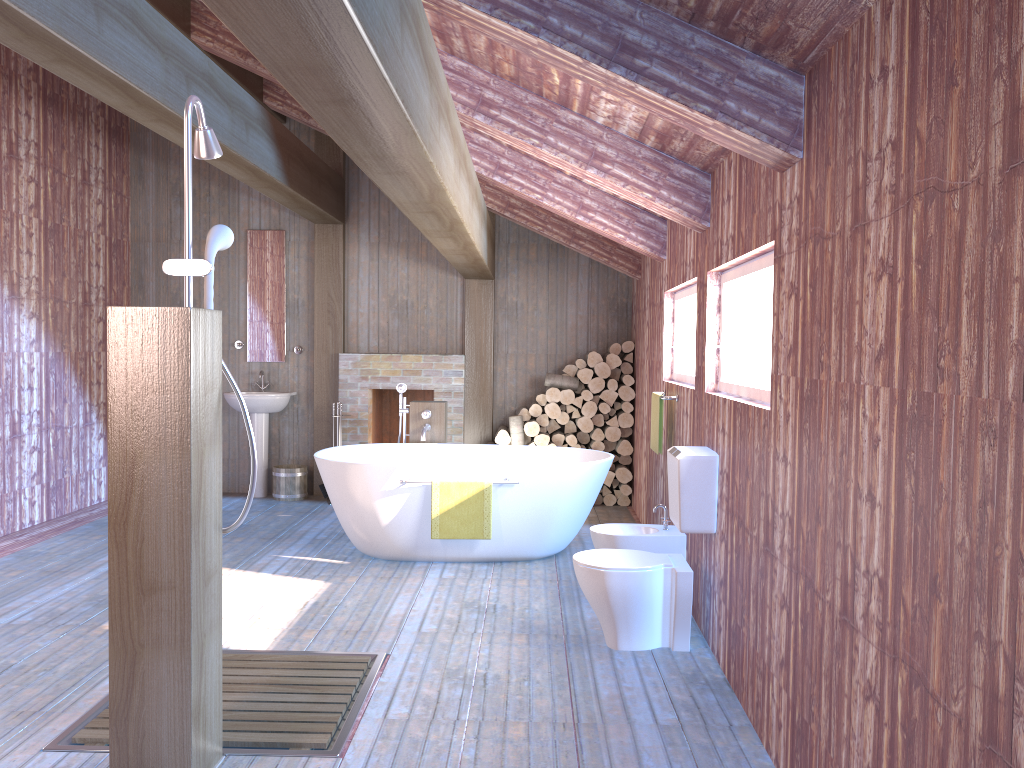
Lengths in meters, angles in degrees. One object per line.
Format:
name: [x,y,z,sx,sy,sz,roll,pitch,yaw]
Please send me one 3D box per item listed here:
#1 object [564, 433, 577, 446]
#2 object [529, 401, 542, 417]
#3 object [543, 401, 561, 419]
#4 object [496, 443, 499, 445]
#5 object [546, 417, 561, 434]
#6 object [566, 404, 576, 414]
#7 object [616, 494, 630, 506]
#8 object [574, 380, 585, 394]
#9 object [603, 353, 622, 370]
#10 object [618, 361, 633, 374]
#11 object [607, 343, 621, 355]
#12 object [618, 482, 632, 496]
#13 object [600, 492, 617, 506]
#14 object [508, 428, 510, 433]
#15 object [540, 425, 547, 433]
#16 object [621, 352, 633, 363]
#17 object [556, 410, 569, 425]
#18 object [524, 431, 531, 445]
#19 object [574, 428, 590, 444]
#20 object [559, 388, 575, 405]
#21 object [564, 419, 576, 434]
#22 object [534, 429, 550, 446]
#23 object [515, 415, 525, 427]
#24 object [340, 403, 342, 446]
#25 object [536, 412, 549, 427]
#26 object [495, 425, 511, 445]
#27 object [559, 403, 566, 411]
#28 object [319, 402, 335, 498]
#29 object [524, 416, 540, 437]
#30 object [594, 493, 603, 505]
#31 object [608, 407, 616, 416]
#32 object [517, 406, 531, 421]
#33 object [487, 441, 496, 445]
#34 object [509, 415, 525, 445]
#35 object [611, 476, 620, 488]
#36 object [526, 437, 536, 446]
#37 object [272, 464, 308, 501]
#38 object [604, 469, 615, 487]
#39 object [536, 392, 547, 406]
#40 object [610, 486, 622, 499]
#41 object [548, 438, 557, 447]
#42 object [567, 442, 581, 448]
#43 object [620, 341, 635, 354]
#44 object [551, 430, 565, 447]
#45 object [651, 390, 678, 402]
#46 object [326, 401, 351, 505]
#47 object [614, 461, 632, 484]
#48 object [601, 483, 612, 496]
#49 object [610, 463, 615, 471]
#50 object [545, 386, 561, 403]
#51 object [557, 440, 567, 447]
object: [0.509,0.475,7.824,0.098,0.100,0.437,1,2,0]
object: [0.210,0.219,7.815,0.115,0.123,0.291,1,2,2]
object: [0.348,0.220,7.816,0.141,0.143,0.437,1,2,0]
object: [-0.087,0.582,7.841,0.137,0.133,0.437,1,2,0]
object: [0.369,0.358,7.920,0.128,0.150,0.323,1,2,1]
object: [0.518,0.210,7.813,0.088,0.092,0.280,1,2,2]
object: [0.975,1.008,7.892,0.114,0.113,0.301,1,2,-1]
object: [0.582,0.019,7.903,0.121,0.124,0.291,1,2,2]
object: [0.881,-0.202,7.812,0.133,0.142,0.456,1,2,2]
object: [1.002,-0.141,7.828,0.107,0.115,0.269,1,2,2]
object: [0.902,-0.301,7.822,0.104,0.121,0.270,1,2,2]
object: [0.987,0.898,7.834,0.102,0.109,0.438,1,2,2]
object: [0.853,1.009,7.882,0.116,0.117,0.289,1,2,-1]
object: [0.016,0.424,7.941,0.099,0.093,0.280,1,2,2]
object: [0.272,0.390,7.837,0.064,0.068,0.174,1,2,1]
object: [1.013,-0.238,7.839,0.081,0.100,0.281,1,2,1]
object: [0.445,0.286,7.815,0.115,0.123,0.291,1,2,2]
object: [0.114,0.467,7.927,0.121,0.124,0.291,1,2,2]
object: [0.623,0.463,7.921,0.116,0.118,0.289,1,2,-1]
object: [0.477,0.099,7.814,0.138,0.147,0.440,1,2,2]
object: [0.518,0.375,7.920,0.104,0.127,0.321,1,2,2]
object: [0.264,0.483,7.847,0.139,0.148,0.458,1,2,2]
object: [0.059,0.343,7.939,0.108,0.113,0.302,1,2,2]
object: [-1.476,0.598,7.748,0.206,0.871,0.126,3,3,44]
object: [0.267,0.309,7.833,0.111,0.113,0.301,1,2,1]
object: [-0.079,0.451,7.847,0.139,0.137,0.455,1,2,0]
object: [0.442,0.201,7.800,0.057,0.061,0.156,1,2,1]
object: [-1.622,0.583,7.763,0.136,0.846,0.062,0,2,-17]
object: [0.177,0.373,7.829,0.138,0.147,0.440,1,2,2]
object: [0.739,1.001,7.942,0.116,0.118,0.289,1,2,-1]
object: [0.872,0.242,7.797,0.067,0.069,0.177,1,2,1]
object: [0.106,0.262,7.867,0.114,0.113,0.301,1,2,-1]
object: [-0.186,0.574,7.896,0.101,0.103,0.242,1,2,2]
object: [0.041,0.420,7.662,0.147,0.298,0.109,1,2,4]
object: [0.906,0.867,7.883,0.085,0.091,0.280,1,2,0]
object: [0.141,0.575,7.862,0.155,0.174,0.483,1,2,0]
object: [-1.979,0.880,7.911,0.309,0.290,0.308,1,2,11]
object: [0.810,0.811,7.862,0.169,0.152,0.481,1,2,1]
object: [0.265,0.129,7.825,0.106,0.112,0.282,1,2,2]
object: [0.928,0.961,7.887,0.085,0.086,0.278,1,2,-1]
object: [0.345,0.551,7.828,0.098,0.100,0.437,1,2,0]
object: [0.547,0.571,7.832,0.111,0.113,0.301,1,2,0]
object: [1.009,-0.323,7.820,0.112,0.113,0.271,1,2,1]
object: [0.406,0.477,7.831,0.114,0.120,0.303,1,2,2]
object: [0.930,0.072,5.446,0.091,0.043,0.581,1,2,2]
object: [-1.550,0.592,7.813,0.276,0.888,0.333,3,3,43]
object: [0.968,0.773,7.832,0.147,0.152,0.439,1,2,2]
object: [0.831,0.924,7.882,0.084,0.105,0.280,1,2,0]
object: [0.873,0.723,7.816,0.057,0.061,0.156,1,2,1]
object: [0.362,0.083,7.816,0.135,0.145,0.439,1,2,2]
object: [0.438,0.554,7.832,0.086,0.089,0.279,1,2,-1]
